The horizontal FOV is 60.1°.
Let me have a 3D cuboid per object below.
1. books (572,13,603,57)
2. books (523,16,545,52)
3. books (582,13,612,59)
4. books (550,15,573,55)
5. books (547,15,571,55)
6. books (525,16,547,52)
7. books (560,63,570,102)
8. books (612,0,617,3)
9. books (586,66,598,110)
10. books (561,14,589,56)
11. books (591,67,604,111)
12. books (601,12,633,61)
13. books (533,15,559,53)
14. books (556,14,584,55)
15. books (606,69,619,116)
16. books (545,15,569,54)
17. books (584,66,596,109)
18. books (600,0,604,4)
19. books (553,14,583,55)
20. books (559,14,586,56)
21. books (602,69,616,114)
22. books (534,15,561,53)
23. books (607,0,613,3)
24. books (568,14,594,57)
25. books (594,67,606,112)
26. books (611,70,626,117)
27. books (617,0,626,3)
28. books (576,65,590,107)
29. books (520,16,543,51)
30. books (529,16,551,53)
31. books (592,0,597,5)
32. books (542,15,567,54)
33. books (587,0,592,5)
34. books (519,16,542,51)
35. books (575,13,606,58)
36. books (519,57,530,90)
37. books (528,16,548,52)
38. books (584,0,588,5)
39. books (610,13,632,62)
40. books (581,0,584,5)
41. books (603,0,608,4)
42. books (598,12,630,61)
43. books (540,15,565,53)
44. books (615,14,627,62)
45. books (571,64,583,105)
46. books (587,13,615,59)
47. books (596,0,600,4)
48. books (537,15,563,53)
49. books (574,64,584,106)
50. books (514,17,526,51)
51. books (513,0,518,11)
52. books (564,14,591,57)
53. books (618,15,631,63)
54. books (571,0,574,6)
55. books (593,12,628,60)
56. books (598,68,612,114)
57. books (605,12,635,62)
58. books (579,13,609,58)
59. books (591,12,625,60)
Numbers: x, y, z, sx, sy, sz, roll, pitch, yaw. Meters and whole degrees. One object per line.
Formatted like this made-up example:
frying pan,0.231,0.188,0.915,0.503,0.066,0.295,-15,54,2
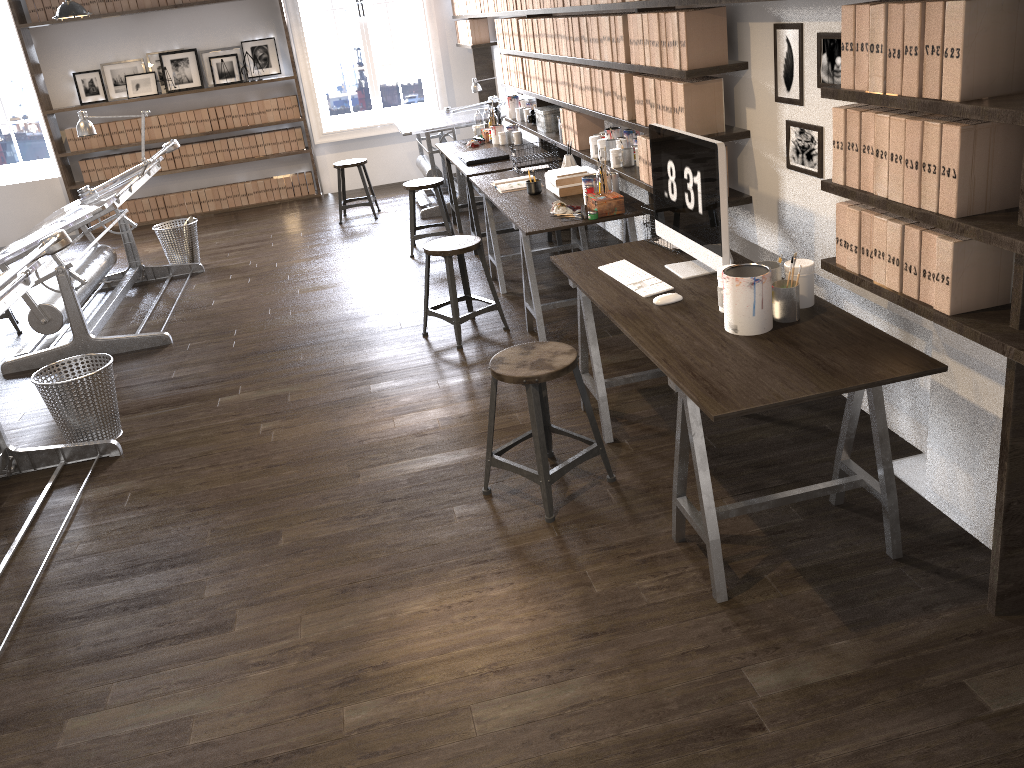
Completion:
books,0.441,-1.959,4.993,0.175,0.221,0.068,-11,22,-9
books,0.176,-2.425,6.150,0.175,0.222,0.068,-11,22,-9
books,0.481,-1.876,4.789,0.174,0.222,0.068,-11,22,-9
books,0.334,-2.142,5.448,0.175,0.222,0.068,-11,22,-9
books,0.321,-2.169,5.515,0.175,0.221,0.068,-11,22,-9
books,0.194,-2.402,6.092,0.175,0.221,0.068,-11,22,-9
books,0.396,-1.847,5.404,0.175,0.222,0.068,-11,22,-9
books,0.560,-1.928,4.195,0.175,0.221,0.068,-11,22,-9
books,0.511,-1.639,4.890,0.175,0.222,0.068,-11,22,-9
books,0.391,-2.037,5.187,0.175,0.222,0.068,-11,22,-9
books,0.530,-1.616,4.828,0.175,0.222,0.068,-11,22,-9
books,0.552,-1.750,4.476,0.175,0.221,0.068,-11,22,-9
books,0.240,-2.323,5.894,0.175,0.222,0.068,-11,22,-9
books,0.369,-2.091,5.320,0.174,0.222,0.068,-11,22,-9
books,0.585,-1.507,4.562,0.175,0.222,0.068,-11,22,-9
books,0.310,-2.193,5.574,0.175,0.221,0.068,-11,22,-9
books,0.502,-1.665,4.952,0.175,0.221,0.068,-11,22,-9
books,0.517,-2.003,4.381,0.174,0.222,0.068,-11,22,-9
books,0.352,-2.117,5.384,0.175,0.222,0.068,-11,22,-9
books,0.379,-2.064,5.255,0.174,0.222,0.068,-11,22,-9
books,0.575,-1.536,4.632,0.175,0.222,0.068,-11,22,-9
books,0.250,-2.295,5.828,0.174,0.222,0.068,-11,22,-9
books,0.542,-1.951,4.253,0.175,0.222,0.068,-11,22,-9
books,0.423,-1.987,5.063,0.175,0.221,0.068,-11,22,-9
books,0.545,-1.589,4.763,0.174,0.222,0.068,-11,22,-9
books,0.605,-1.481,4.494,0.175,0.221,0.068,-11,22,-9
books,0.575,-1.902,4.130,0.175,0.222,0.068,-11,22,-9
books,0.470,-1.715,5.076,0.175,0.222,0.068,-11,22,-9
books,0.162,-2.452,6.217,0.175,0.222,0.068,-11,22,-9
books,0.219,-2.350,5.963,0.175,0.222,0.068,-11,22,-9
books,0.490,-2.056,4.510,0.175,0.222,0.068,-11,22,-9
books,0.291,-2.217,5.635,0.175,0.222,0.068,-11,22,-9
books,0.472,-2.081,4.575,0.175,0.222,0.068,-11,22,-9
books,0.150,-2.480,6.284,0.174,0.222,0.068,-11,22,-9
books,0.451,-1.931,4.924,0.175,0.222,0.068,-11,22,-9
books,0.156,-2.285,6.489,0.175,0.222,0.068,-11,22,-9
books,0.210,-2.378,6.032,0.175,0.221,0.068,-11,22,-9
books,0.459,-2.109,4.642,0.175,0.221,0.068,-11,22,-9
books,0.582,-1.700,4.350,0.175,0.222,0.068,-11,22,-9
books,0.448,-2.132,4.700,0.175,0.221,0.068,-11,22,-9
books,0.529,-1.976,4.314,0.175,0.222,0.068,-11,22,-9
books,0.541,-1.774,4.535,0.175,0.221,0.068,-11,22,-9
books,0.283,-2.243,5.698,0.175,0.222,0.068,-11,22,-9
books,0.598,-1.674,4.286,0.174,0.222,0.068,-11,22,-9
books,0.447,-1.768,5.207,0.174,0.222,0.068,-11,22,-9
books,0.500,-1.851,4.724,0.174,0.222,0.068,-11,22,-9
books,0.507,-2.030,4.446,0.174,0.222,0.068,-11,22,-9
books,0.269,-2.270,5.763,0.174,0.222,0.068,-11,22,-9
books,0.460,-1.742,5.142,0.175,0.222,0.068,-11,22,-9
books,0.122,-2.529,6.390,0.175,0.222,0.068,-11,22,-9
books,0.093,-2.784,6.296,0.175,0.222,0.068,-11,22,-9
books,0.405,-2.010,5.120,0.175,0.222,0.068,-11,22,-9
books,0.605,-1.649,4.225,0.175,0.222,0.068,-11,22,-9
books,0.407,-2.209,4.890,0.174,0.222,0.068,-11,22,-9
books,0.523,-1.798,4.596,0.175,0.222,0.068,-11,22,-9
books,0.555,-1.562,4.697,0.174,0.222,0.068,-11,22,-9
books,0.564,-1.725,4.415,0.175,0.222,0.068,-11,22,-9
books,0.471,-1.904,4.855,0.175,0.222,0.068,-11,22,-9
books,0.514,-1.824,4.659,0.175,0.222,0.068,-11,22,-9
